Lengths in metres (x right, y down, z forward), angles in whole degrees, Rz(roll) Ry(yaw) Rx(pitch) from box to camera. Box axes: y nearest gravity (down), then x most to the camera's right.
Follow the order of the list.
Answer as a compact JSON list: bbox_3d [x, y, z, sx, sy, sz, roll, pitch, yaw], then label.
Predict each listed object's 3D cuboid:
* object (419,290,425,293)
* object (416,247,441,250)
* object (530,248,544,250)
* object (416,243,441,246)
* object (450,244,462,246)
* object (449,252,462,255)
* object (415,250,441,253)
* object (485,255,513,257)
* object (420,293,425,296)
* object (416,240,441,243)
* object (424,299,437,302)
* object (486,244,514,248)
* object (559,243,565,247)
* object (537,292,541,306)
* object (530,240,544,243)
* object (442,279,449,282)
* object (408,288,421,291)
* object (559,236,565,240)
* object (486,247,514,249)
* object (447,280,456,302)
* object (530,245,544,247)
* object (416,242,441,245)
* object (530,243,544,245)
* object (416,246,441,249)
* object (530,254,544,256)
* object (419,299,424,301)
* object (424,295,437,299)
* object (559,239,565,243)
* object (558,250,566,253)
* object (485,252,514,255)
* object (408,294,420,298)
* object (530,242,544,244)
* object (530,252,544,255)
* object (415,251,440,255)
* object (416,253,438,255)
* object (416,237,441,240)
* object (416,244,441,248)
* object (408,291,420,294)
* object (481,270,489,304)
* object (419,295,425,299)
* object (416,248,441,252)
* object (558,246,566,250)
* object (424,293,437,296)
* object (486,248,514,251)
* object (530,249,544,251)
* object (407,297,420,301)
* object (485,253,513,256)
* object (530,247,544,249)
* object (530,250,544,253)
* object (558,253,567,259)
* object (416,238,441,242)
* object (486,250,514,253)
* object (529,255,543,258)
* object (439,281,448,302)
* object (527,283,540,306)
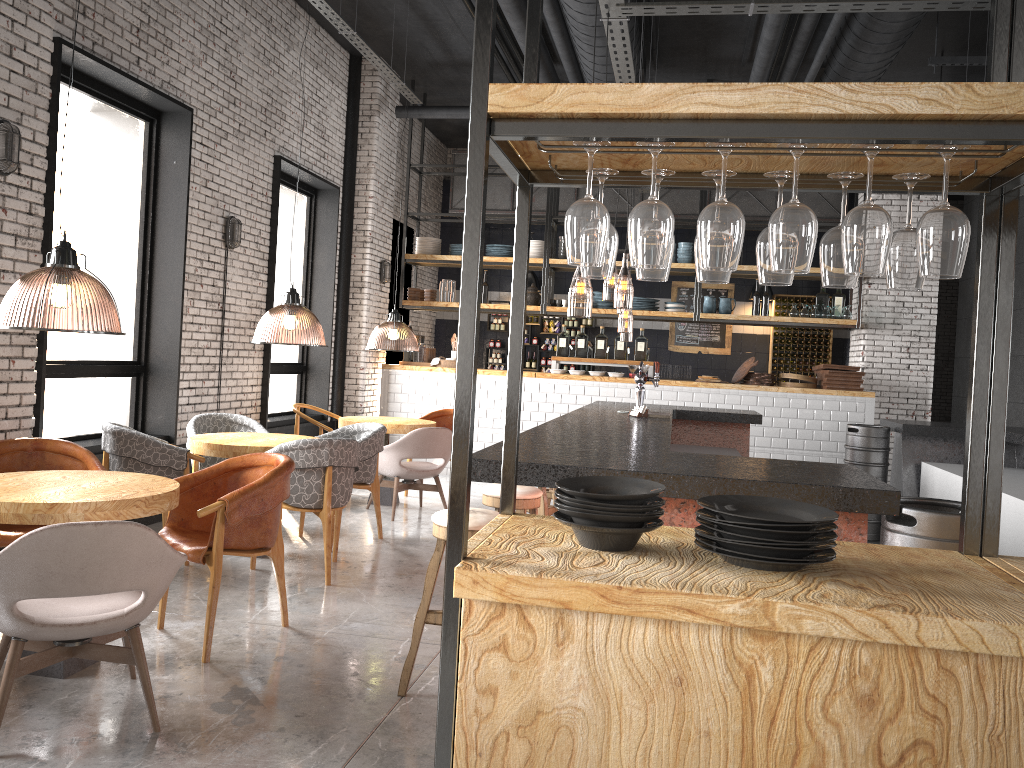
[{"bbox_3d":[-1.217,-1.235,11.895,0.157,0.053,0.168,3,2,10],"label":"object"},{"bbox_3d":[-1.109,-1.774,11.741,0.334,0.042,0.335,2,2,-29],"label":"object"},{"bbox_3d":[0.296,-1.725,11.482,0.335,0.039,0.335,4,2,18],"label":"object"},{"bbox_3d":[-1.105,-1.828,11.741,0.335,0.038,0.334,4,2,31],"label":"object"},{"bbox_3d":[-0.596,-1.805,11.645,0.454,0.050,0.453,4,2,24],"label":"object"},{"bbox_3d":[-0.602,-1.687,11.648,0.454,0.043,0.454,4,2,13],"label":"object"},{"bbox_3d":[-1.111,-1.735,11.742,0.334,0.039,0.335,3,2,-2],"label":"object"},{"bbox_3d":[-0.123,-1.633,11.559,0.454,0.033,0.454,4,2,19],"label":"object"},{"bbox_3d":[-1.219,-1.194,11.896,0.157,0.053,0.168,3,2,10],"label":"object"},{"bbox_3d":[-1.104,-1.867,11.741,0.334,0.040,0.335,3,2,0],"label":"object"},{"bbox_3d":[-1.094,-1.102,11.763,0.157,0.053,0.168,4,2,15],"label":"object"},{"bbox_3d":[-0.115,-1.775,11.558,0.454,0.039,0.454,4,2,30],"label":"object"},{"bbox_3d":[0.697,-1.754,11.412,0.196,0.100,0.196,3,2,-24],"label":"object"},{"bbox_3d":[0.329,-1.102,11.617,0.203,0.213,0.203,2,1,-42],"label":"object"},{"bbox_3d":[0.302,-1.822,11.481,0.334,0.039,0.335,3,2,-16],"label":"object"},{"bbox_3d":[-0.855,-1.223,11.755,0.126,0.313,0.179,4,1,43],"label":"object"},{"bbox_3d":[-1.278,-1.231,11.647,0.157,0.053,0.168,3,2,10],"label":"object"},{"bbox_3d":[0.699,-1.843,11.414,0.196,0.105,0.196,4,2,32],"label":"object"},{"bbox_3d":[-0.117,-1.752,11.557,0.454,0.050,0.454,3,2,-14],"label":"object"},{"bbox_3d":[-0.792,-1.200,11.596,0.118,0.293,0.169,3,1,16],"label":"object"},{"bbox_3d":[0.299,-1.764,11.482,0.334,0.041,0.335,3,2,-20],"label":"object"},{"bbox_3d":[-1.104,-1.848,11.741,0.334,0.035,0.335,3,2,-14],"label":"object"},{"bbox_3d":[0.300,-1.783,11.482,0.334,0.044,0.335,3,2,-19],"label":"object"},{"bbox_3d":[-1.108,-1.794,11.742,0.335,0.038,0.334,4,2,36],"label":"object"},{"bbox_3d":[0.293,-1.651,11.482,0.334,0.037,0.335,2,2,-23],"label":"object"},{"bbox_3d":[-1.224,-1.113,11.896,0.157,0.053,0.168,3,2,10],"label":"object"},{"bbox_3d":[-1.092,-1.147,11.763,0.157,0.053,0.168,4,2,15],"label":"object"},{"bbox_3d":[0.703,-1.799,11.409,0.196,0.107,0.196,4,2,39],"label":"object"},{"bbox_3d":[0.690,-1.666,11.415,0.196,0.104,0.196,2,2,-26],"label":"object"},{"bbox_3d":[-0.121,-1.681,11.558,0.454,0.042,0.454,2,2,-29],"label":"object"},{"bbox_3d":[-1.282,-1.154,11.648,0.157,0.053,0.168,3,2,10],"label":"object"},{"bbox_3d":[0.301,-1.802,11.481,0.334,0.039,0.335,3,2,-15],"label":"object"},{"bbox_3d":[0.293,-1.670,11.482,0.334,0.040,0.335,2,2,-26],"label":"object"},{"bbox_3d":[-1.112,-1.716,11.743,0.334,0.042,0.335,2,2,-41],"label":"object"},{"bbox_3d":[-1.113,-1.696,11.742,0.334,0.033,0.335,2,2,-41],"label":"object"},{"bbox_3d":[-1.101,-1.906,11.740,0.334,0.039,0.335,3,2,1],"label":"object"},{"bbox_3d":[-1.107,-1.810,11.742,0.334,0.043,0.335,2,2,-40],"label":"object"},{"bbox_3d":[-1.280,-1.190,11.648,0.157,0.053,0.168,3,2,10],"label":"object"},{"bbox_3d":[-0.360,-1.272,11.753,0.098,0.471,0.098,3,1,-12],"label":"object"},{"bbox_3d":[-1.221,-1.158,11.896,0.157,0.053,0.168,3,2,10],"label":"object"},{"bbox_3d":[-1.110,-1.755,11.743,0.334,0.044,0.335,2,2,-23],"label":"object"},{"bbox_3d":[0.694,-1.710,11.414,0.196,0.102,0.196,4,2,39],"label":"object"},{"bbox_3d":[-1.090,-1.183,11.762,0.157,0.053,0.168,4,2,15],"label":"object"},{"bbox_3d":[-0.118,-1.728,11.559,0.454,0.037,0.454,2,2,-35],"label":"object"},{"bbox_3d":[0.296,-1.709,11.481,0.334,0.040,0.335,2,2,-35],"label":"object"},{"bbox_3d":[-1.285,-1.109,11.648,0.157,0.053,0.168,3,2,10],"label":"object"},{"bbox_3d":[-0.121,-1.658,11.559,0.454,0.045,0.454,3,2,-15],"label":"object"},{"bbox_3d":[0.297,-1.744,11.481,0.334,0.043,0.335,3,2,-6],"label":"object"},{"bbox_3d":[0.295,-1.690,11.482,0.334,0.039,0.335,2,2,-23],"label":"object"},{"bbox_3d":[0.689,-1.621,11.415,0.196,0.102,0.196,4,2,23],"label":"object"},{"bbox_3d":[-1.102,-1.887,11.741,0.335,0.042,0.334,3,2,7],"label":"object"},{"bbox_3d":[-0.119,-1.704,11.558,0.454,0.038,0.454,3,2,12],"label":"object"},{"bbox_3d":[0.292,-1.632,11.484,0.334,0.046,0.334,3,2,-9],"label":"object"},{"bbox_3d":[-0.878,-1.192,11.503,0.106,0.264,0.152,4,1,38],"label":"object"},{"bbox_3d":[0.264,-1.149,11.425,0.196,0.305,0.196,2,1,-42],"label":"object"}]
